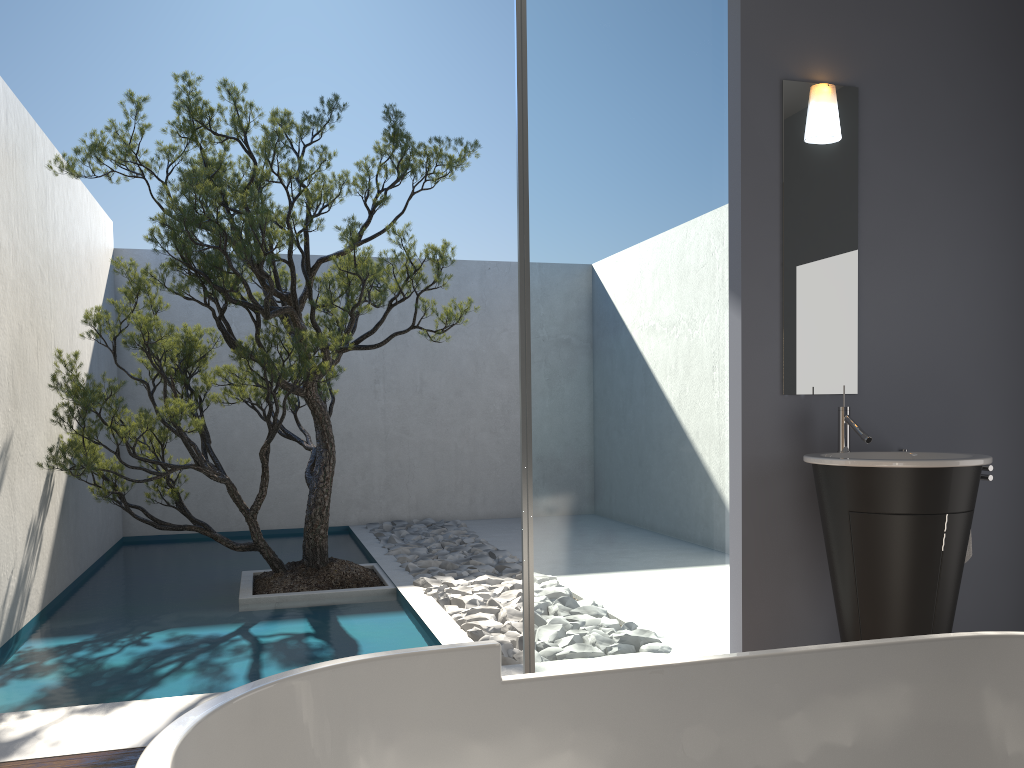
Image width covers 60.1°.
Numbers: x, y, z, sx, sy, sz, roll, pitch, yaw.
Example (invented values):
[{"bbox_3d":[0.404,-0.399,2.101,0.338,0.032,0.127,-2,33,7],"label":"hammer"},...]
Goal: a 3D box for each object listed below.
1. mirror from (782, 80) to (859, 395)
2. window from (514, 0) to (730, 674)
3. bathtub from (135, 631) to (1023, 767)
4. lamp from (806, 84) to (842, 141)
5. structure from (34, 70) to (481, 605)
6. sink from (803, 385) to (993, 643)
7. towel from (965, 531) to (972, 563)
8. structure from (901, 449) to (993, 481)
[{"bbox_3d":[1.273,-0.592,3.649,0.354,1.273,0.012,-1,3,-16],"label":"mirror"},{"bbox_3d":[0.935,-0.236,3.691,1.884,3.009,0.021,-1,2,-16],"label":"window"},{"bbox_3d":[0.523,0.843,1.452,2.098,0.713,0.912,0,0,-16],"label":"bathtub"},{"bbox_3d":[1.280,-1.108,3.596,0.157,0.214,0.057,-1,2,-16],"label":"lamp"},{"bbox_3d":[-1.643,-0.119,5.871,2.585,3.477,2.517,-1,1,-23],"label":"structure"},{"bbox_3d":[1.435,0.622,3.324,0.646,1.253,0.646,-2,2,-34],"label":"sink"},{"bbox_3d":[1.761,0.518,3.602,0.095,0.441,0.360,-1,1,-15],"label":"towel"},{"bbox_3d":[1.746,0.345,3.577,0.025,0.145,0.480,-1,-1,-16],"label":"structure"}]
